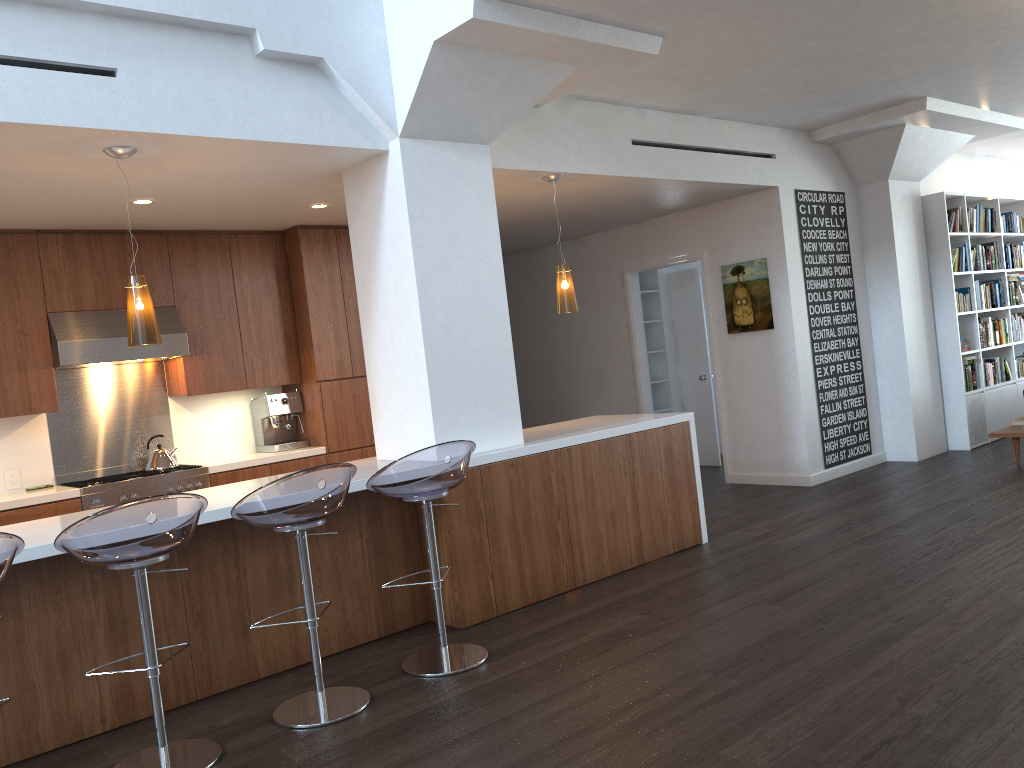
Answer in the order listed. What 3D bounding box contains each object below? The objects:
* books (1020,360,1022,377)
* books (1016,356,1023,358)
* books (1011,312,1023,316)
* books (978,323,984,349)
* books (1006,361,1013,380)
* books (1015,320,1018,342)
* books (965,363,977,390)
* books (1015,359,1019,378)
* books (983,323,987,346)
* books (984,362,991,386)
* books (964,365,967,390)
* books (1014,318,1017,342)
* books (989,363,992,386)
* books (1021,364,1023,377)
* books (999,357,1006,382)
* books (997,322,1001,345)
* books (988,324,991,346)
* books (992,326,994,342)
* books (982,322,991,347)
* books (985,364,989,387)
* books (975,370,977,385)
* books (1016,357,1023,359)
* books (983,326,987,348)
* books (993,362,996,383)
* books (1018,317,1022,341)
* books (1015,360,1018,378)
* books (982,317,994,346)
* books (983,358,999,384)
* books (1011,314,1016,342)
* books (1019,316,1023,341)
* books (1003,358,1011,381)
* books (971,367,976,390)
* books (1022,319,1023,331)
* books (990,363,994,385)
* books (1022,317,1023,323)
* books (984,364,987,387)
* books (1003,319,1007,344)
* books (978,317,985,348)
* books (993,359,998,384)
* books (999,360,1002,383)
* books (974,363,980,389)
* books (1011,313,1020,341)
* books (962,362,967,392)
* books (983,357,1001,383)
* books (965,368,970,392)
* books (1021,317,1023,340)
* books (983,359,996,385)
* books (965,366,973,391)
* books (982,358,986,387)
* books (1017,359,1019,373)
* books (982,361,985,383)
[{"bbox_3d":[5.265,-0.159,9.300,0.030,0.184,0.134,-8,2,-40],"label":"books"},{"bbox_3d":[5.485,-0.199,9.485,0.027,0.202,0.146,-8,2,-40],"label":"books"},{"bbox_3d":[5.392,-0.612,9.437,0.036,0.290,0.176,-8,2,-41],"label":"books"},{"bbox_3d":[4.496,-0.464,8.675,0.057,0.247,0.189,-8,2,-40],"label":"books"},{"bbox_3d":[5.000,-0.132,9.065,0.135,0.207,0.161,-8,2,-41],"label":"books"},{"bbox_3d":[5.167,-0.546,9.228,0.026,0.223,0.161,-8,2,-41],"label":"books"},{"bbox_3d":[4.364,-0.067,8.540,0.042,0.253,0.183,-8,2,-40],"label":"books"},{"bbox_3d":[5.189,-0.155,9.232,0.045,0.196,0.136,-8,2,-40],"label":"books"},{"bbox_3d":[4.600,-0.476,8.769,0.038,0.241,0.159,-8,2,-40],"label":"books"},{"bbox_3d":[4.614,-0.091,8.753,0.053,0.231,0.176,-8,2,-40],"label":"books"},{"bbox_3d":[4.223,-0.045,8.420,0.031,0.251,0.160,-8,2,-40],"label":"books"},{"bbox_3d":[5.145,-0.557,9.213,0.026,0.250,0.160,-8,2,-41],"label":"books"},{"bbox_3d":[4.652,-0.092,8.776,0.033,0.223,0.161,-8,2,-40],"label":"books"},{"bbox_3d":[5.285,-0.159,9.316,0.022,0.178,0.128,-8,2,-40],"label":"books"},{"bbox_3d":[4.882,-0.140,8.975,0.042,0.253,0.183,-8,2,-40],"label":"books"},{"bbox_3d":[4.831,-0.503,8.963,0.037,0.231,0.168,-8,2,-40],"label":"books"},{"bbox_3d":[4.670,-0.477,8.824,0.027,0.223,0.161,-8,2,-40],"label":"books"},{"bbox_3d":[4.731,-0.485,8.877,0.026,0.223,0.161,-8,2,-40],"label":"books"},{"bbox_3d":[4.637,-0.484,8.796,0.057,0.246,0.171,-8,2,-40],"label":"books"},{"bbox_3d":[4.588,-0.083,8.717,0.032,0.223,0.161,-8,2,-40],"label":"books"},{"bbox_3d":[4.395,-0.056,8.563,0.033,0.223,0.161,-8,2,-40],"label":"books"},{"bbox_3d":[5.465,-0.191,9.460,0.036,0.191,0.139,-8,2,-40],"label":"books"},{"bbox_3d":[4.579,-0.455,8.729,0.048,0.207,0.144,-8,2,-40],"label":"books"},{"bbox_3d":[4.729,-0.103,8.847,0.033,0.223,0.161,-8,2,-40],"label":"books"},{"bbox_3d":[5.223,-0.570,9.287,0.034,0.253,0.183,-8,2,-41],"label":"books"},{"bbox_3d":[5.160,-0.148,9.204,0.036,0.191,0.139,-8,2,-40],"label":"books"},{"bbox_3d":[4.695,-0.514,8.851,0.053,0.290,0.176,-8,2,-40],"label":"books"},{"bbox_3d":[4.784,-0.125,8.896,0.039,0.251,0.160,-8,2,-40],"label":"books"},{"bbox_3d":[5.099,-0.568,9.194,0.066,0.284,0.198,-8,2,-41],"label":"books"},{"bbox_3d":[5.251,-0.573,9.305,0.034,0.253,0.183,-8,2,-41],"label":"books"},{"bbox_3d":[4.951,-0.140,9.034,0.142,0.236,0.174,-8,2,-41],"label":"books"},{"bbox_3d":[4.347,-0.049,8.506,0.032,0.223,0.161,-8,2,-40],"label":"books"},{"bbox_3d":[5.317,-0.568,9.363,0.027,0.223,0.161,-8,2,-41],"label":"books"},{"bbox_3d":[4.680,-0.087,8.793,0.030,0.223,0.161,-8,2,-41],"label":"books"},{"bbox_3d":[5.338,-0.579,9.391,0.045,0.240,0.174,-8,2,-41],"label":"books"},{"bbox_3d":[4.557,-0.093,8.704,0.031,0.251,0.160,-8,2,-40],"label":"books"},{"bbox_3d":[4.965,-0.532,9.073,0.026,0.250,0.160,-8,2,-40],"label":"books"},{"bbox_3d":[4.543,-0.496,8.694,0.044,0.298,0.140,-8,2,-40],"label":"books"},{"bbox_3d":[4.757,-0.119,8.869,0.039,0.246,0.171,-8,2,-40],"label":"books"},{"bbox_3d":[4.840,-0.123,8.961,0.045,0.231,0.168,-8,2,-40],"label":"books"},{"bbox_3d":[4.427,-0.075,8.593,0.048,0.251,0.180,-8,2,-40],"label":"books"},{"bbox_3d":[5.187,-0.583,9.259,0.053,0.290,0.176,-8,2,-41],"label":"books"},{"bbox_3d":[4.185,-0.057,8.400,0.049,0.284,0.198,-8,2,-40],"label":"books"},{"bbox_3d":[4.812,-0.133,8.924,0.042,0.259,0.180,-8,2,-40],"label":"books"},{"bbox_3d":[4.254,-0.036,8.433,0.032,0.223,0.161,-8,2,-40],"label":"books"},{"bbox_3d":[5.283,-0.575,9.337,0.057,0.246,0.171,-8,2,-41],"label":"books"},{"bbox_3d":[4.698,-0.115,8.824,0.042,0.253,0.183,-8,2,-40],"label":"books"},{"bbox_3d":[4.286,-0.049,8.460,0.054,0.240,0.174,-8,2,-40],"label":"books"},{"bbox_3d":[4.519,-0.105,8.684,0.049,0.284,0.198,-8,2,-40],"label":"books"},{"bbox_3d":[5.213,-0.160,9.254,0.020,0.200,0.127,-8,2,-40],"label":"books"},{"bbox_3d":[4.492,-0.097,8.637,0.054,0.278,0.174,-8,2,-40],"label":"books"}]
